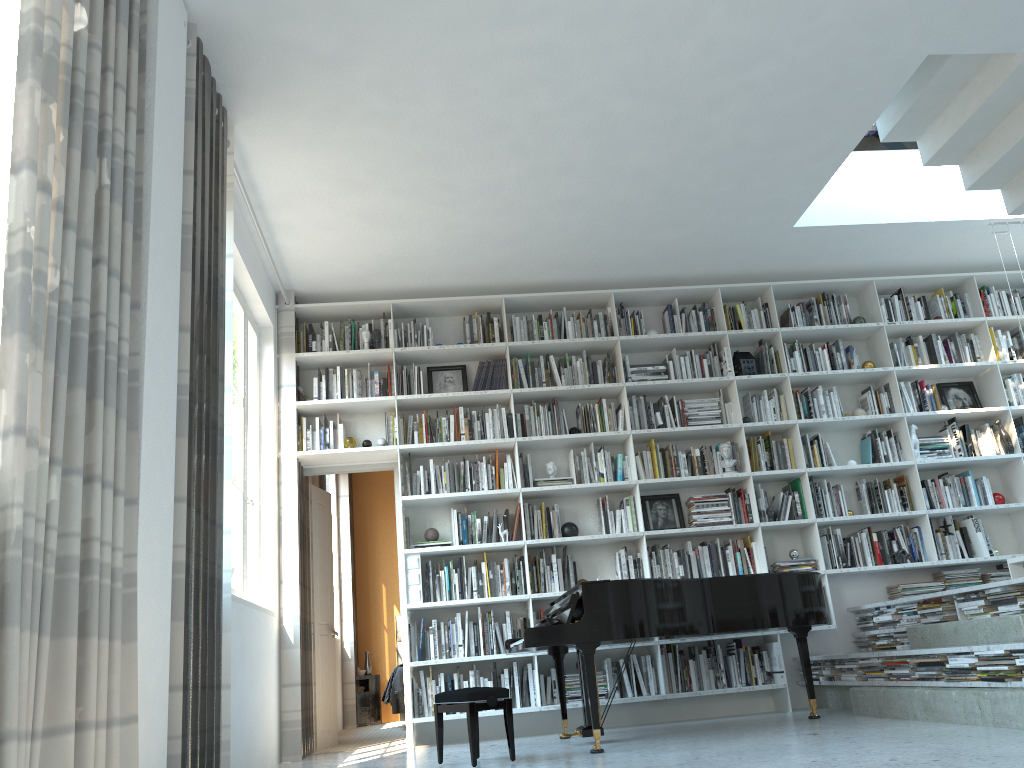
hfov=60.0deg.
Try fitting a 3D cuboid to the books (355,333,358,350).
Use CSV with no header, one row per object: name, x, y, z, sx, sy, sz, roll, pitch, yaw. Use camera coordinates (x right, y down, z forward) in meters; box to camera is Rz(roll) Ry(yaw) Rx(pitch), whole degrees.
books,-1.164,-0.270,6.679,0.024,0.186,0.160,-3,-18,-6

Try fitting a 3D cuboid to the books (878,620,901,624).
books,2.627,1.614,6.026,0.152,0.009,0.260,-2,-18,-9

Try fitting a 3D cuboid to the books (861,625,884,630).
books,2.603,1.725,6.296,0.163,0.017,0.233,-4,-18,-4

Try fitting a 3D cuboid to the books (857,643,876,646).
books,2.574,1.844,6.292,0.170,0.012,0.216,-3,-18,-6

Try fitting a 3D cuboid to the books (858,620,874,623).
books,2.602,1.685,6.309,0.156,0.009,0.288,-3,-18,-8

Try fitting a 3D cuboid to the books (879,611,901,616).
books,2.623,1.561,6.043,0.143,0.012,0.265,-5,-18,-1

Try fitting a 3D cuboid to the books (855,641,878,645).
books,2.576,1.833,6.296,0.158,0.012,0.279,-3,-18,-7

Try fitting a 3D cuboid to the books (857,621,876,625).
books,2.596,1.695,6.305,0.179,0.012,0.262,-3,-18,-6

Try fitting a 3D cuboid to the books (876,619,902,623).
books,2.623,1.606,6.028,0.163,0.008,0.296,-3,-18,-8

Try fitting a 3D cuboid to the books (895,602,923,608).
books,2.634,1.435,5.763,0.165,0.015,0.244,-2,-18,-11

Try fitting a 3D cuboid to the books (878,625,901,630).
books,2.625,1.646,6.016,0.173,0.016,0.234,-3,-18,-7

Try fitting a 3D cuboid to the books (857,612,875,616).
books,2.595,1.636,6.324,0.159,0.011,0.247,-2,-18,-9

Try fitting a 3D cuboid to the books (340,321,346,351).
books,-1.272,-0.311,6.679,0.039,0.281,0.182,-3,-18,-6

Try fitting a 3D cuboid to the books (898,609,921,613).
books,2.644,1.467,5.753,0.167,0.008,0.235,-3,-18,-7

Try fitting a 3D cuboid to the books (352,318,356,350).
books,-1.196,-0.325,6.706,0.029,0.313,0.129,-3,-18,-6

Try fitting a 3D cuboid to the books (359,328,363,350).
books,-1.131,-0.289,6.694,0.021,0.225,0.157,-3,-18,-6

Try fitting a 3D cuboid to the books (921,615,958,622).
books,2.666,1.440,5.459,0.177,0.014,0.248,-3,-18,-8

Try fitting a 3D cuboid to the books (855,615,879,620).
books,2.586,1.657,6.317,0.171,0.015,0.253,-2,-18,-11

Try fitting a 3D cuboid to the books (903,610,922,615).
books,2.653,1.477,5.751,0.144,0.013,0.221,-4,-18,-3

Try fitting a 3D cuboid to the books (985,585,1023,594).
books,2.705,1.104,4.786,0.189,0.022,0.238,-5,-18,-1

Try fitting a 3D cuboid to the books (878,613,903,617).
books,2.617,1.571,6.039,0.171,0.007,0.207,-4,-18,-4

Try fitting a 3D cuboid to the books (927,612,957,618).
books,2.686,1.424,5.466,0.138,0.017,0.238,-3,-18,-7

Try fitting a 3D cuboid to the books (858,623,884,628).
books,2.593,1.709,6.300,0.175,0.017,0.266,-4,-18,-3

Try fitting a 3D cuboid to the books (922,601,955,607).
books,2.682,1.357,5.487,0.128,0.013,0.297,-3,-18,-8

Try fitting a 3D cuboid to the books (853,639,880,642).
books,2.562,1.820,6.299,0.184,0.006,0.263,-4,-18,-5

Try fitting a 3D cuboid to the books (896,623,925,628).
books,2.644,1.552,5.726,0.183,0.012,0.297,-3,-18,-7

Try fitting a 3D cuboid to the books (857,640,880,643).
books,2.573,1.824,6.298,0.152,0.005,0.243,-5,-18,-2

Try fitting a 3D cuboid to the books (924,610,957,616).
books,2.673,1.409,5.470,0.159,0.018,0.203,-3,-18,-8

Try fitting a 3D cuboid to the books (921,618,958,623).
books,2.660,1.452,5.455,0.182,0.011,0.254,-5,-18,-2

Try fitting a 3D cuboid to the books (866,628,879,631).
books,2.618,1.739,6.293,0.134,0.014,0.182,-2,-18,-9

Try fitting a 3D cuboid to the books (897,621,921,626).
books,2.638,1.541,5.729,0.190,0.012,0.236,-3,-18,-8

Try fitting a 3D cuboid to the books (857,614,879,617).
books,2.596,1.645,6.321,0.167,0.008,0.235,-3,-18,-7

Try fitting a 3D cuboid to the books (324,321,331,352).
books,-1.381,-0.305,6.668,0.028,0.282,0.190,-3,-18,-6

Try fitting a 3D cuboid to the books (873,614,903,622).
books,2.607,1.589,6.033,0.189,0.029,0.238,-2,-18,-9

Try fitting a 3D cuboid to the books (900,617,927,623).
books,2.645,1.524,5.735,0.164,0.023,0.243,-5,-18,-2

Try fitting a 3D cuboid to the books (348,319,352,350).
books,-1.216,-0.323,6.692,0.014,0.303,0.146,-3,-18,-6

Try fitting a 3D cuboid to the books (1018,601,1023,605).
books,2.747,1.094,4.499,0.184,0.014,0.298,-3,-18,-7

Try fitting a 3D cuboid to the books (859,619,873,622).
books,2.609,1.677,6.312,0.145,0.008,0.299,-3,-18,-7

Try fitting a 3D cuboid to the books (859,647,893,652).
books,2.579,1.877,6.282,0.163,0.019,0.188,-3,-18,-7

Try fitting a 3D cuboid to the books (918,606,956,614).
books,2.663,1.393,5.474,0.179,0.017,0.294,-4,-18,-5

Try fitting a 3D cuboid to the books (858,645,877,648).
books,2.586,1.856,6.289,0.147,0.014,0.293,-3,-18,-6

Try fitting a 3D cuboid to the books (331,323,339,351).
books,-1.317,-0.303,6.656,0.057,0.262,0.191,-3,-18,-6

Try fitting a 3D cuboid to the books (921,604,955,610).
books,2.664,1.379,5.479,0.161,0.012,0.255,-5,-18,-2

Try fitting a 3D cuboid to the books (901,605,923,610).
books,2.648,1.447,5.760,0.149,0.013,0.221,-4,-18,-3

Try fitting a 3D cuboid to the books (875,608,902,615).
books,2.620,1.547,6.047,0.163,0.018,0.291,-3,-18,-7

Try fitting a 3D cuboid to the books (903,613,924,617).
books,2.657,1.489,5.747,0.150,0.013,0.216,-3,-18,-6

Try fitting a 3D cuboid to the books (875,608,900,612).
books,2.621,1.535,6.051,0.159,0.007,0.286,-3,-18,-7

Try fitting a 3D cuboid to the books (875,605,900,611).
books,2.608,1.523,6.054,0.171,0.020,0.194,-2,-18,-11

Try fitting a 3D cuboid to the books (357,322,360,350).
books,-1.150,-0.311,6.700,0.013,0.274,0.159,-3,-18,-6

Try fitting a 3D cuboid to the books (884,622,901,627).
books,2.642,1.627,6.023,0.131,0.021,0.241,-4,-18,-4

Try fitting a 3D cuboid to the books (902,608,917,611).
books,2.649,1.458,5.756,0.160,0.010,0.180,-3,-18,-6

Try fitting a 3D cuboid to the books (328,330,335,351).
books,-1.349,-0.273,6.650,0.030,0.205,0.176,-3,-18,-6

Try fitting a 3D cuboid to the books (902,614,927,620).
books,2.654,1.504,5.742,0.154,0.018,0.221,-3,-18,-7

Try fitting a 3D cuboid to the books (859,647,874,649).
books,2.578,1.865,6.285,0.144,0.005,0.258,-5,-18,-1

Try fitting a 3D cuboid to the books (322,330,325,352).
books,-1.405,-0.273,6.666,0.024,0.226,0.158,-3,-18,-6

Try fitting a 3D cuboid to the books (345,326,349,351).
books,-1.238,-0.295,6.696,0.030,0.256,0.130,-3,-18,-6

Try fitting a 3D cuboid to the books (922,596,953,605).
books,2.669,1.339,5.492,0.139,0.028,0.262,-5,-18,-1

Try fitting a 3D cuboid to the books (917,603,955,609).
books,2.657,1.369,5.482,0.187,0.009,0.262,-3,-18,-7
